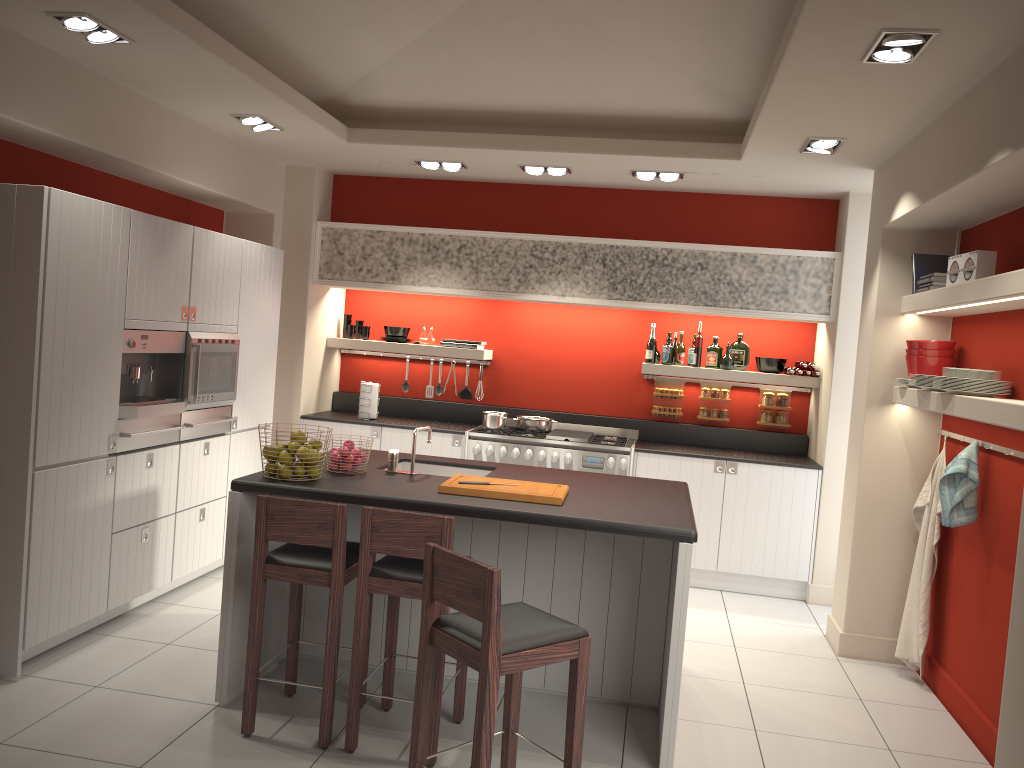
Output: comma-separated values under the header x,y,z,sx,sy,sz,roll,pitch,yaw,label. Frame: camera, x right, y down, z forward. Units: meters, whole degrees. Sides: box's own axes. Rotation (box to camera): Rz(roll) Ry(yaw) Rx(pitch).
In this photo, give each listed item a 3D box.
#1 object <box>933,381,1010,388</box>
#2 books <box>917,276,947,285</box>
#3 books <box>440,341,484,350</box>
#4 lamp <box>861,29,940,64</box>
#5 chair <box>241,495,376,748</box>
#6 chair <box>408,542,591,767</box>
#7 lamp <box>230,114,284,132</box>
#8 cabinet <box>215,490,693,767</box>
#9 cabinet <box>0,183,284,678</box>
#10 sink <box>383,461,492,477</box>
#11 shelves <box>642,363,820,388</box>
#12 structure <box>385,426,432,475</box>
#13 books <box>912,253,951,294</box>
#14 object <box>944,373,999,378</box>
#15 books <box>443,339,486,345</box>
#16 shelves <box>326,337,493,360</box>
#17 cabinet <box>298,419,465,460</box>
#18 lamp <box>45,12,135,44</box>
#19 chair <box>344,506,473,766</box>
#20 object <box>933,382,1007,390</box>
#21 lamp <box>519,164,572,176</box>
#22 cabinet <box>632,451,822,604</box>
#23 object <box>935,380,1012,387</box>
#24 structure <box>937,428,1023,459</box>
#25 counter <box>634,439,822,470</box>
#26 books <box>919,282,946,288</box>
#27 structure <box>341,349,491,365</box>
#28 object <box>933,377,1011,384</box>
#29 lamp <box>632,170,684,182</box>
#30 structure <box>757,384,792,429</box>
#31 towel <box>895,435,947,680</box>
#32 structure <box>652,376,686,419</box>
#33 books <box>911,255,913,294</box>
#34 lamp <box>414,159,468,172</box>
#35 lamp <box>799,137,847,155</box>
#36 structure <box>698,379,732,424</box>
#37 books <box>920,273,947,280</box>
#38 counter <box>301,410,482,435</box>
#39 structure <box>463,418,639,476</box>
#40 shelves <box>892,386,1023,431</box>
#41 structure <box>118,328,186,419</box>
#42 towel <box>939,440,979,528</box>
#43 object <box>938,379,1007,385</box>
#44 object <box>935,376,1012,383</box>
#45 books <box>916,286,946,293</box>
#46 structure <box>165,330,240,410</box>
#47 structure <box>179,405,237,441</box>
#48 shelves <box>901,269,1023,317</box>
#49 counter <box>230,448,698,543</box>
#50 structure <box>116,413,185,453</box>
x,y,z,sx,sy,sz,roll,pitch,yaw,label
2.215,0.012,4.274,0.339,0.020,0.339,5,3,12,object
2.363,-0.558,4.854,0.207,0.030,0.258,5,3,9,books
-0.421,-0.325,7.501,0.331,0.042,0.207,5,3,14,books
1.501,-1.325,3.442,0.199,0.085,0.361,5,3,9,lamp
-0.868,0.972,3.892,0.383,1.008,0.474,5,3,9,chair
-0.038,1.077,3.102,0.474,1.008,0.383,2,3,-40,chair
-1.621,-1.670,5.653,0.199,0.084,0.361,5,3,9,lamp
-0.182,1.041,4.501,2.034,1.011,1.423,5,3,9,cabinet
-2.311,0.156,5.341,0.717,2.249,2.558,5,3,9,cabinet
-0.408,0.601,4.774,0.567,0.258,0.516,5,3,9,sink
1.749,-0.072,7.171,1.379,0.083,0.376,5,3,9,shelves
-0.533,0.341,4.575,0.183,0.249,0.224,5,3,10,structure
2.408,-0.625,5.087,0.207,0.246,0.136,5,3,9,books
2.221,-0.035,4.290,0.255,0.015,0.255,4,3,-9,object
-0.399,-0.358,7.517,0.332,0.026,0.207,5,3,10,books
-0.877,-0.304,7.609,1.379,0.083,0.376,5,3,9,shelves
-1.012,0.819,7.365,1.361,0.993,0.687,5,3,9,cabinet
-1.899,-1.621,4.009,0.199,0.103,0.361,5,3,9,lamp
-0.414,1.011,3.816,0.383,1.008,0.474,5,3,11,chair
2.214,0.018,4.275,0.339,0.020,0.339,5,3,12,object
0.244,-1.568,6.407,0.361,0.104,0.199,5,3,9,lamp
1.608,1.050,6.927,1.361,0.993,0.687,5,3,9,cabinet
2.215,0.005,4.274,0.339,0.020,0.339,5,3,12,object
2.307,0.314,4.077,0.063,0.034,2.223,5,3,9,structure
1.647,0.542,6.904,1.360,0.026,0.699,5,3,9,counter
2.367,-0.532,4.843,0.207,0.019,0.258,5,3,10,books
-0.848,-0.236,7.770,1.355,0.034,0.054,5,3,9,structure
2.216,-0.008,4.274,0.339,0.020,0.339,5,3,12,object
1.032,-1.499,6.275,0.361,0.103,0.199,5,3,9,lamp
2.138,0.189,7.205,0.256,0.347,0.130,5,3,9,structure
2.316,0.961,5.027,0.141,1.361,0.341,5,3,10,towel
1.295,0.114,7.346,0.256,0.347,0.130,5,3,9,structure
2.423,-0.624,5.132,0.208,0.242,0.126,5,3,9,books
-0.523,-1.634,6.535,0.361,0.109,0.199,5,3,9,lamp
1.779,-1.381,5.085,0.199,0.090,0.361,5,3,9,lamp
1.665,0.147,7.284,0.256,0.347,0.130,5,3,9,structure
2.371,-0.582,4.840,0.207,0.019,0.258,5,3,10,books
-0.969,0.311,7.340,1.360,0.026,0.699,5,3,9,counter
0.293,0.879,7.098,1.322,1.085,0.778,5,3,9,structure
2.283,0.122,4.065,0.437,0.100,2.394,5,3,9,shelves
-2.159,-0.076,4.988,0.453,0.470,0.623,5,3,9,structure
2.286,0.505,4.505,0.209,0.452,0.179,2,3,-41,towel
2.216,-0.001,4.274,0.339,0.020,0.339,5,3,12,object
2.217,-0.014,4.273,0.339,0.020,0.339,5,3,12,object
2.359,-0.509,4.857,0.207,0.030,0.258,5,3,9,books
-1.980,-0.095,5.592,0.332,0.472,0.610,5,3,9,structure
-1.926,0.243,5.597,0.129,0.177,0.617,5,3,9,structure
2.325,-0.406,4.042,0.437,0.100,2.394,5,3,9,shelves
-0.133,0.512,4.477,2.054,0.050,1.415,5,3,9,counter
-2.032,0.265,4.976,0.129,0.177,0.617,5,3,9,structure
